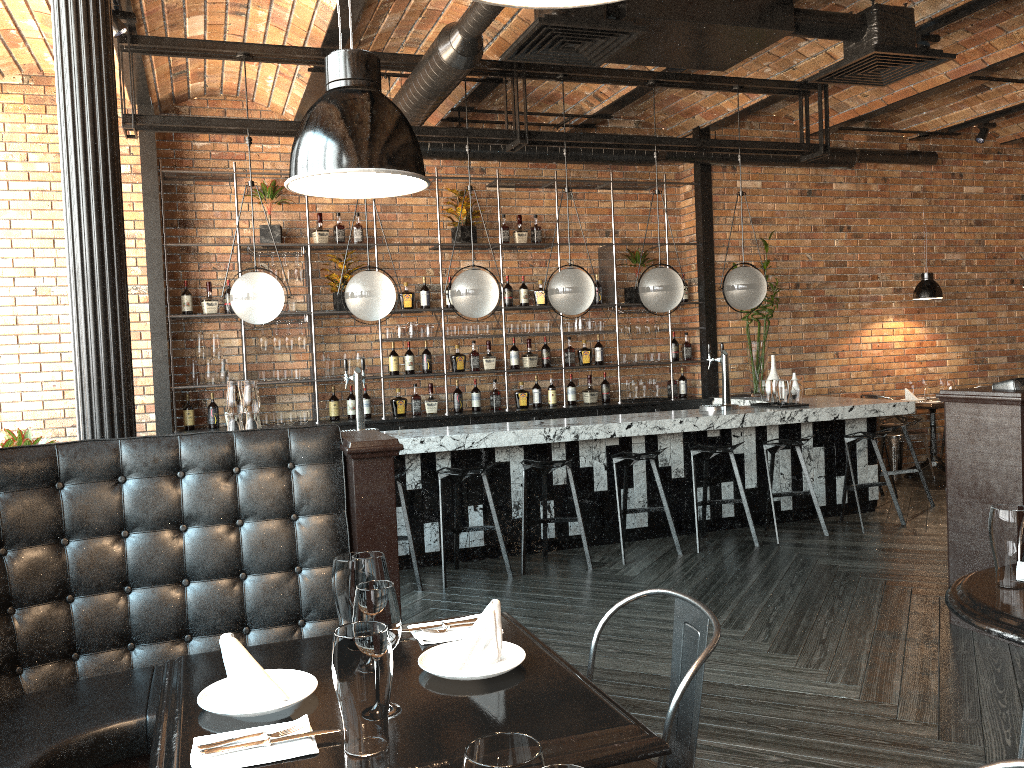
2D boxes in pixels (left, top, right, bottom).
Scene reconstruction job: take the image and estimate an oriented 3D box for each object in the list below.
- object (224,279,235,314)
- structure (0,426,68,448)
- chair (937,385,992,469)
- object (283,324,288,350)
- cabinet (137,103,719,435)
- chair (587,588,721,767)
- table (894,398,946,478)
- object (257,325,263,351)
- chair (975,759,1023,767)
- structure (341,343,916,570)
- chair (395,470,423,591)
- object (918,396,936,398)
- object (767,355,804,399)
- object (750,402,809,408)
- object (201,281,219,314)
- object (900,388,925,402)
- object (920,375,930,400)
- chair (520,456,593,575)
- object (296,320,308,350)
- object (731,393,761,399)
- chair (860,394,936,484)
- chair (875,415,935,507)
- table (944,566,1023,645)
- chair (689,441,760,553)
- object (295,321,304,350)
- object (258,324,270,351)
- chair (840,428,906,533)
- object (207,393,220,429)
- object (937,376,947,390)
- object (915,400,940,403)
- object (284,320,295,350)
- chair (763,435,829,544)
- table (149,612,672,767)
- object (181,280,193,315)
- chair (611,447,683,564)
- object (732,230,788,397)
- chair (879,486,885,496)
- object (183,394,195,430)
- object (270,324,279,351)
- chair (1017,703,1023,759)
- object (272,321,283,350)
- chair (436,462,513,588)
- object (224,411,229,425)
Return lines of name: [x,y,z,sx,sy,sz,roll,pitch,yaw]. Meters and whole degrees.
object: [-2.352,-0.724,7.377,0.086,0.299,0.086,-1,2,30]
structure: [-2.903,0.844,4.858,0.757,1.072,4.107,-3,2,-20]
chair: [4.813,0.457,9.229,0.558,0.857,0.504,-3,2,-24]
object: [-1.925,-0.413,7.606,0.092,0.244,0.092,-3,2,-13]
cabinet: [-1.332,-0.622,7.688,7.075,3.779,0.564,-3,2,-19]
chair: [0.168,0.927,1.955,0.558,0.857,0.504,-3,2,-14]
table: [4.266,0.540,8.978,0.872,0.758,0.872,-3,2,-19]
object: [-2.123,-0.402,7.538,0.092,0.244,0.092,-3,2,-13]
chair: [0.564,0.945,0.989,0.558,0.857,0.504,-3,2,-24]
structure: [0.377,0.441,7.100,5.346,1.430,1.930,-3,2,-19]
chair: [-0.834,0.897,5.515,0.475,0.737,0.414,-3,2,-14]
object: [4.374,0.136,9.294,0.255,0.019,0.157,-3,2,-19]
object: [2.477,-0.068,8.094,0.316,0.397,0.319,-1,2,30]
object: [2.153,0.168,7.150,0.273,0.019,0.437,-3,2,-19]
object: [-2.492,-0.704,7.311,0.123,0.279,0.123,-4,2,-30]
object: [4.024,0.110,8.905,0.232,0.139,0.232,-3,2,-25]
object: [4.225,0.037,9.075,0.092,0.244,0.092,-3,2,-13]
chair: [0.246,0.837,5.889,0.475,0.737,0.414,-3,2,-9]
object: [-1.773,-0.415,7.484,0.092,0.244,0.092,-3,2,-13]
object: [2.362,0.112,8.474,0.622,0.014,0.622,0,3,43]
chair: [3.799,0.516,8.819,0.558,0.857,0.504,-3,2,-19]
chair: [3.230,0.650,7.488,0.414,0.737,0.475,-3,2,-14]
table: [1.572,0.907,2.216,0.866,0.758,0.866,-1,3,34]
chair: [1.435,0.771,6.301,0.475,0.737,0.414,-3,2,-14]
object: [-1.827,-0.418,7.640,0.092,0.244,0.092,-3,2,-13]
object: [-2.068,-0.398,7.382,0.092,0.244,0.092,-3,2,-13]
chair: [2.649,0.703,6.721,0.475,0.737,0.414,-4,2,-29]
object: [-2.469,0.220,7.327,0.086,0.297,0.086,-2,2,15]
object: [4.279,0.044,8.817,0.092,0.244,0.092,-3,2,-13]
object: [4.100,0.169,8.697,0.255,0.019,0.157,-3,2,-19]
object: [-1.871,-0.409,7.451,0.092,0.244,0.092,-3,2,-13]
chair: [1.986,0.740,6.492,0.475,0.737,0.414,-3,2,-24]
table: [-0.259,0.999,1.842,0.872,0.758,0.872,-3,2,-19]
object: [-2.676,-0.706,7.294,0.086,0.298,0.086,-1,2,30]
chair: [0.851,0.803,6.099,0.475,0.737,0.414,-3,2,-24]
object: [2.350,-0.654,8.423,0.584,1.546,0.673,-2,2,20]
chair: [3.038,0.637,8.040,0.414,0.737,0.475,-3,2,-24]
object: [-2.660,0.230,7.294,0.086,0.299,0.086,-1,2,30]
object: [-2.019,-0.408,7.574,0.092,0.244,0.092,-3,2,-13]
chair: [1.805,0.829,2.682,0.504,0.857,0.558,-1,3,36]
object: [-1.965,-0.404,7.418,0.092,0.244,0.092,-3,2,-13]
chair: [-0.302,0.868,5.699,0.475,0.737,0.414,-3,2,-24]
object: [-2.324,0.222,7.389,0.123,0.279,0.123,-3,2,-5]
